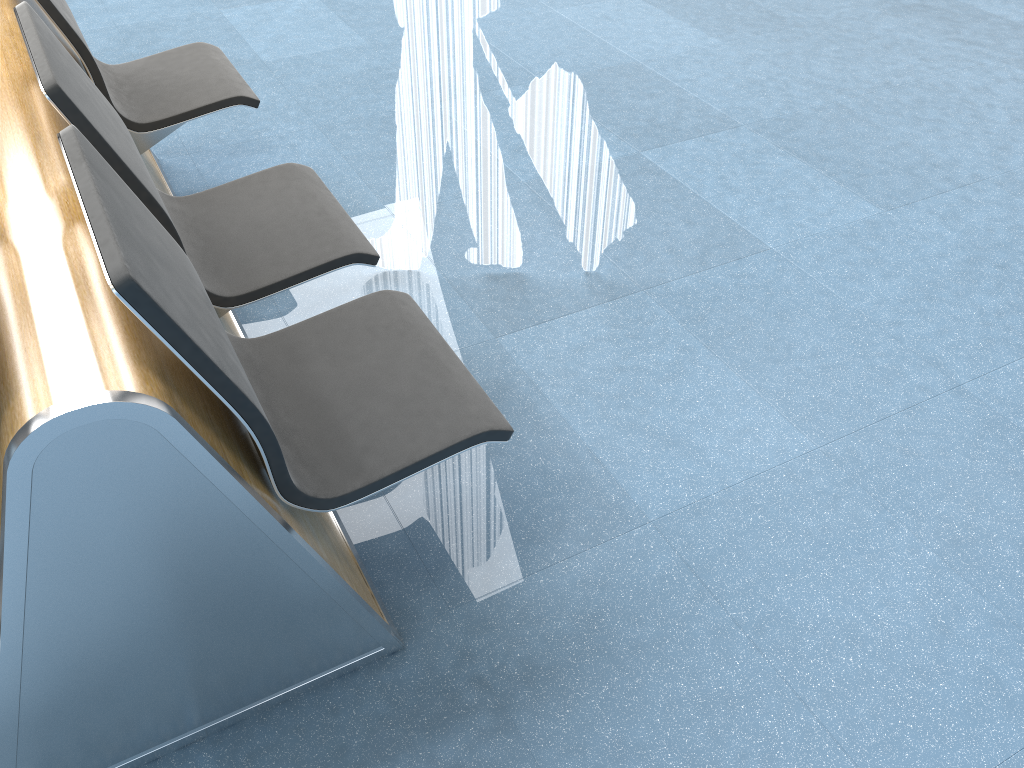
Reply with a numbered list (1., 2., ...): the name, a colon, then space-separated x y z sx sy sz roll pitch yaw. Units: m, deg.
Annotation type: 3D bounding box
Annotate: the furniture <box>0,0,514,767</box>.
1. furniture: -1.065 -0.380 2.040 1.301 0.896 2.281 -19 45 -21
